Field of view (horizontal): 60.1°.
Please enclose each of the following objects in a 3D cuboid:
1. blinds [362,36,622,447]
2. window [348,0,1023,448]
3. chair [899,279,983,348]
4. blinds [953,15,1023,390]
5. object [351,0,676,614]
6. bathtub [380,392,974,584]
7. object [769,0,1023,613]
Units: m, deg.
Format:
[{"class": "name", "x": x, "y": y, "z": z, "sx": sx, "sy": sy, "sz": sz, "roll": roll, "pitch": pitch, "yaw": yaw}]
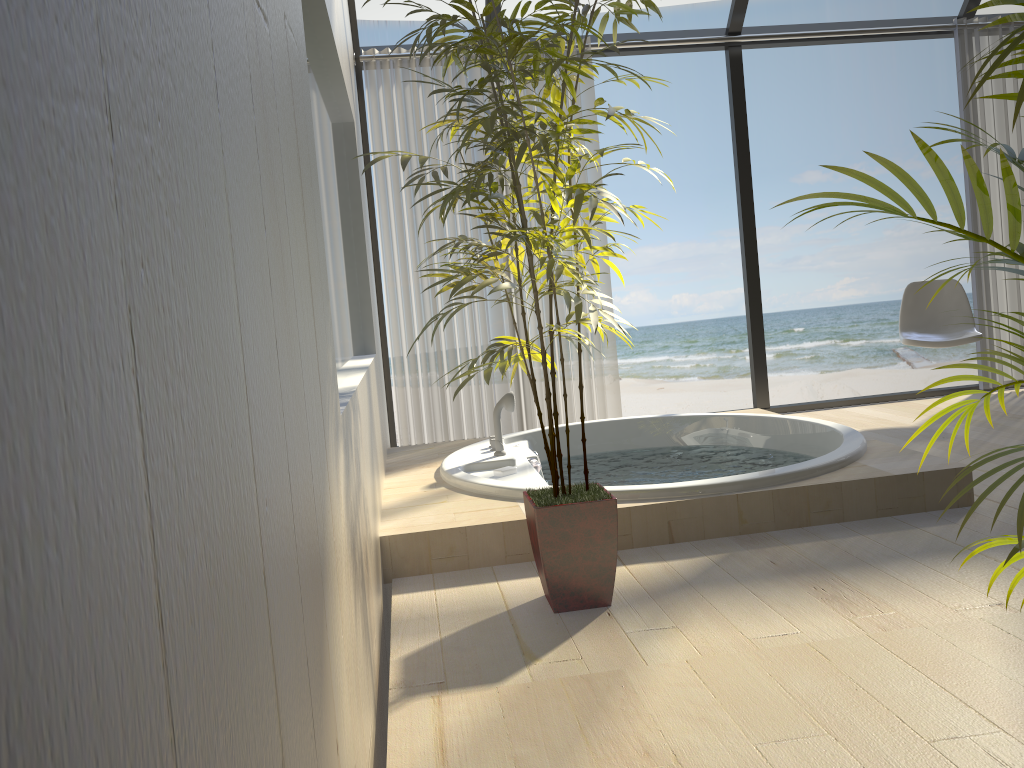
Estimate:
[{"class": "blinds", "x": -0.090, "y": -0.734, "z": 4.627, "sx": 1.183, "sy": 2.066, "sz": 0.084, "roll": -5, "pitch": 2, "yaw": -7}, {"class": "window", "x": 1.521, "y": -1.221, "z": 4.625, "sx": 4.563, "sy": 2.808, "sz": 0.746, "roll": -6, "pitch": 2, "yaw": -7}, {"class": "chair", "x": 2.196, "y": -0.362, "z": 4.570, "sx": 0.368, "sy": 0.346, "sz": 0.456, "roll": -4, "pitch": 4, "yaw": 22}, {"class": "blinds", "x": 3.127, "y": -1.056, "z": 5.026, "sx": 1.183, "sy": 2.066, "sz": 0.084, "roll": -5, "pitch": 2, "yaw": -7}, {"class": "object", "x": 0.022, "y": -0.320, "z": 2.186, "sx": 0.786, "sy": 1.753, "sz": 0.939, "roll": -4, "pitch": 3, "yaw": 18}, {"class": "bathtub", "x": 0.426, "y": 0.347, "z": 3.444, "sx": 1.822, "sy": 0.697, "sz": 1.651, "roll": -6, "pitch": 5, "yaw": -7}, {"class": "object", "x": 0.918, "y": -0.109, "z": 1.213, "sx": 1.067, "sy": 1.342, "sz": 0.874, "roll": -6, "pitch": 3, "yaw": -18}]
